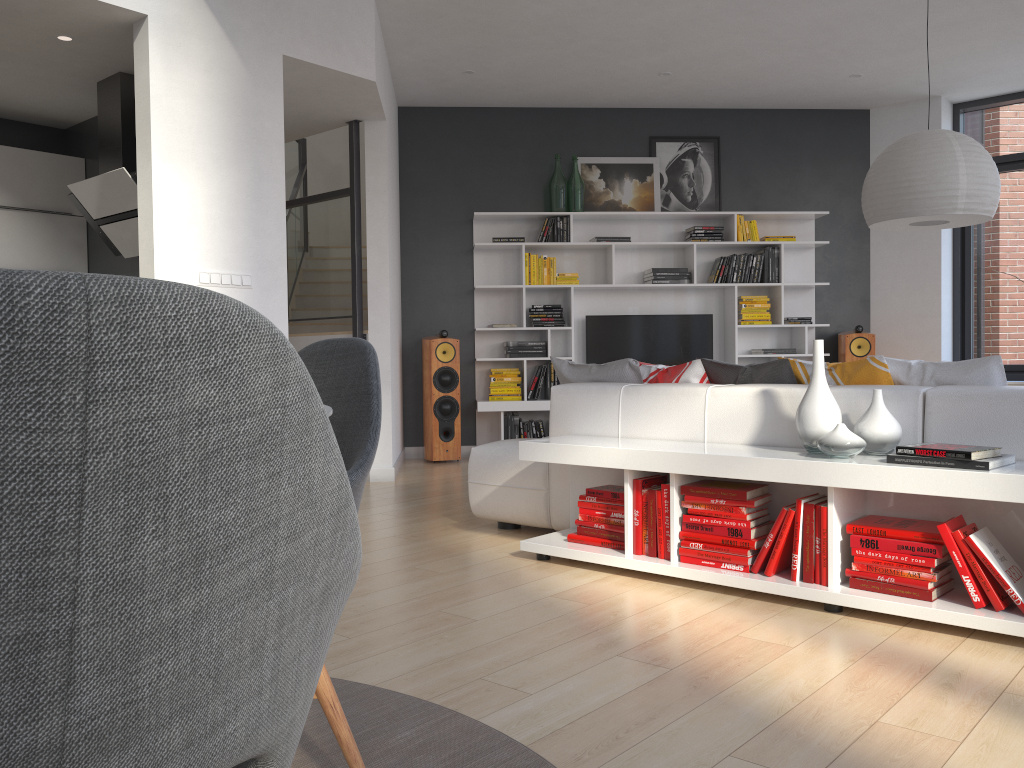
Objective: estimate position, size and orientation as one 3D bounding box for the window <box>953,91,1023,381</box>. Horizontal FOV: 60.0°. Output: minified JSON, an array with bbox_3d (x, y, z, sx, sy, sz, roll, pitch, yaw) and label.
[{"bbox_3d":[4.633,-1.224,7.153,1.960,2.402,0.170,1,2,41],"label":"window"}]

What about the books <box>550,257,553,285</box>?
[{"bbox_3d":[0.325,-0.942,7.489,0.024,0.234,0.172,-1,2,-4],"label":"books"}]

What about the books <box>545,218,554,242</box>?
[{"bbox_3d":[0.311,-1.280,7.468,0.074,0.212,0.154,-1,2,-5],"label":"books"}]

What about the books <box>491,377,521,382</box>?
[{"bbox_3d":[-0.049,-0.041,7.514,0.250,0.035,0.185,-1,2,-1],"label":"books"}]

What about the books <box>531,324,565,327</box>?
[{"bbox_3d":[0.300,-0.488,7.485,0.263,0.026,0.189,-1,2,-6],"label":"books"}]

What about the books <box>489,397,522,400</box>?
[{"bbox_3d":[-0.054,0.118,7.495,0.270,0.029,0.204,-1,2,1],"label":"books"}]

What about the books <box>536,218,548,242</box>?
[{"bbox_3d":[0.249,-1.280,7.471,0.096,0.213,0.166,-1,2,-6],"label":"books"}]

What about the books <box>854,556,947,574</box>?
[{"bbox_3d":[1.261,0.572,2.881,0.236,0.023,0.178,1,2,41],"label":"books"}]

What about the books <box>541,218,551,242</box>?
[{"bbox_3d":[0.281,-1.280,7.479,0.087,0.214,0.171,-1,2,-4],"label":"books"}]

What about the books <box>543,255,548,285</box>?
[{"bbox_3d":[0.272,-0.950,7.487,0.035,0.250,0.185,-1,2,-4],"label":"books"}]

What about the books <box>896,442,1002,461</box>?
[{"bbox_3d":[1.360,0.209,2.763,0.188,0.027,0.238,-2,2,-36],"label":"books"}]

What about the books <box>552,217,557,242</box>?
[{"bbox_3d":[0.359,-1.284,7.473,0.021,0.221,0.156,-1,2,-4],"label":"books"}]

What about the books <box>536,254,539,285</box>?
[{"bbox_3d":[0.205,-0.953,7.487,0.015,0.263,0.199,-1,2,-4],"label":"books"}]

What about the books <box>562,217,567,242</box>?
[{"bbox_3d":[0.437,-1.285,7.480,0.038,0.218,0.169,-1,2,-4],"label":"books"}]

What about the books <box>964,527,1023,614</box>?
[{"bbox_3d":[1.487,0.561,2.673,0.186,0.223,0.188,1,2,41],"label":"books"}]

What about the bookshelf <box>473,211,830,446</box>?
[{"bbox_3d":[1.193,-0.411,7.495,3.000,2.052,0.455,-1,2,-4],"label":"bookshelf"}]

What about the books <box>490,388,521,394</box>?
[{"bbox_3d":[-0.058,0.056,7.507,0.255,0.044,0.198,-1,2,-4],"label":"books"}]

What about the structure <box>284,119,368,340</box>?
[{"bbox_3d":[-1.705,-1.559,8.513,4.190,4.339,2.823,1,2,41],"label":"structure"}]

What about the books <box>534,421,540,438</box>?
[{"bbox_3d":[0.214,0.431,7.416,0.066,0.242,0.177,-1,2,-4],"label":"books"}]

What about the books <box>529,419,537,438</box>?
[{"bbox_3d":[0.183,0.425,7.421,0.066,0.255,0.193,-1,2,-5],"label":"books"}]

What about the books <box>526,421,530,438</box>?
[{"bbox_3d":[0.133,0.435,7.415,0.049,0.236,0.170,-1,2,-4],"label":"books"}]

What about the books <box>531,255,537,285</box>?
[{"bbox_3d":[0.175,-0.951,7.483,0.044,0.255,0.198,-1,2,-4],"label":"books"}]

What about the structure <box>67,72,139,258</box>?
[{"bbox_3d":[-2.252,-1.279,5.206,0.898,0.998,0.407,1,2,41],"label":"structure"}]

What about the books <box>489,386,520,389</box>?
[{"bbox_3d":[-0.062,0.026,7.520,0.263,0.015,0.198,-1,2,-1],"label":"books"}]

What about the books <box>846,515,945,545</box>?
[{"bbox_3d":[1.290,0.477,2.912,0.301,0.032,0.227,1,2,41],"label":"books"}]

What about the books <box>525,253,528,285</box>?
[{"bbox_3d":[0.114,-0.956,7.464,0.029,0.270,0.204,-1,2,-4],"label":"books"}]

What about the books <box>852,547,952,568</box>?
[{"bbox_3d":[1.271,0.546,2.878,0.191,0.027,0.261,-2,2,-45],"label":"books"}]

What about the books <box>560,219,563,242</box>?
[{"bbox_3d":[0.408,-1.276,7.477,0.021,0.200,0.147,-1,2,-4],"label":"books"}]

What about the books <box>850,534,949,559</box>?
[{"bbox_3d":[1.279,0.513,2.891,0.279,0.039,0.206,1,2,40],"label":"books"}]

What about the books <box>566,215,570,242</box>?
[{"bbox_3d":[0.465,-1.292,7.474,0.019,0.230,0.174,-1,2,-4],"label":"books"}]

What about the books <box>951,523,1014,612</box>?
[{"bbox_3d":[1.445,0.554,2.709,0.148,0.232,0.171,1,2,43],"label":"books"}]

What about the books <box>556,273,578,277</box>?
[{"bbox_3d":[0.458,-0.917,7.501,0.186,0.026,0.138,-1,2,-4],"label":"books"}]

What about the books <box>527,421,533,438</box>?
[{"bbox_3d":[0.155,0.431,7.408,0.050,0.242,0.169,-1,2,-5],"label":"books"}]

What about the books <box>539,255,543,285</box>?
[{"bbox_3d":[0.245,-0.950,7.487,0.019,0.251,0.180,-1,2,-4],"label":"books"}]

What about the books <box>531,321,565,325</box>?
[{"bbox_3d":[0.301,-0.514,7.487,0.270,0.025,0.189,-1,2,-5],"label":"books"}]

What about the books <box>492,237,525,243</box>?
[{"bbox_3d":[-0.029,-1.193,7.438,0.268,0.046,0.208,-1,2,-1],"label":"books"}]

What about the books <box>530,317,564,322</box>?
[{"bbox_3d":[0.292,-0.542,7.504,0.266,0.030,0.209,-1,2,-6],"label":"books"}]

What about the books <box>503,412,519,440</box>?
[{"bbox_3d":[-0.014,0.399,7.418,0.128,0.321,0.259,-1,2,-4],"label":"books"}]

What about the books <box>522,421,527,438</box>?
[{"bbox_3d":[0.108,0.435,7.420,0.053,0.240,0.189,-1,2,-4],"label":"books"}]

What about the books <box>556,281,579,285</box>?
[{"bbox_3d":[0.462,-0.844,7.491,0.190,0.033,0.147,-1,2,-4],"label":"books"}]

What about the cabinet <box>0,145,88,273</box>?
[{"bbox_3d":[-3.761,-0.459,3.713,2.402,2.501,4.694,1,2,41],"label":"cabinet"}]

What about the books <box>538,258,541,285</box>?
[{"bbox_3d":[0.225,-0.936,7.468,0.024,0.229,0.156,-1,2,-4],"label":"books"}]

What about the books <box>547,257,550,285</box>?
[{"bbox_3d":[0.301,-0.945,7.491,0.023,0.239,0.169,-1,2,-4],"label":"books"}]

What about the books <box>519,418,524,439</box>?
[{"bbox_3d":[0.076,0.419,7.421,0.053,0.268,0.202,-1,2,-4],"label":"books"}]

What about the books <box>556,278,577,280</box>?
[{"bbox_3d":[0.458,-0.880,7.475,0.169,0.018,0.113,-1,2,-3],"label":"books"}]

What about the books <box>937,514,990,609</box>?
[{"bbox_3d":[1.413,0.545,2.745,0.134,0.248,0.192,1,2,41],"label":"books"}]

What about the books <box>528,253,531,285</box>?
[{"bbox_3d":[0.140,-0.957,7.475,0.025,0.270,0.213,-1,2,-4],"label":"books"}]

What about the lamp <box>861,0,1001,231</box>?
[{"bbox_3d":[2.337,-0.595,2.978,0.710,2.647,3.199,-1,2,-13],"label":"lamp"}]

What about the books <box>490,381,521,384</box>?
[{"bbox_3d":[-0.060,-0.014,7.517,0.251,0.019,0.180,-1,2,-4],"label":"books"}]

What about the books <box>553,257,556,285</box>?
[{"bbox_3d":[0.351,-0.943,7.495,0.024,0.234,0.172,-1,2,-4],"label":"books"}]

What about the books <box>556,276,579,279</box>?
[{"bbox_3d":[0.462,-0.896,7.490,0.187,0.014,0.134,-1,2,-4],"label":"books"}]

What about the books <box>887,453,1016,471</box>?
[{"bbox_3d":[1.377,0.235,2.782,0.245,0.026,0.300,-2,2,-44],"label":"books"}]

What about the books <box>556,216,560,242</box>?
[{"bbox_3d":[0.383,-1.290,7.480,0.025,0.232,0.176,-1,2,-4],"label":"books"}]

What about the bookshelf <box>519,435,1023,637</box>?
[{"bbox_3d":[1.129,0.495,3.005,2.600,0.500,0.356,1,2,41],"label":"bookshelf"}]

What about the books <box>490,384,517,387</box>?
[{"bbox_3d":[-0.071,0.008,7.498,0.228,0.024,0.152,-1,2,0],"label":"books"}]

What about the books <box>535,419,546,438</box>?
[{"bbox_3d":[0.248,0.426,7.422,0.083,0.249,0.191,-1,2,-4],"label":"books"}]
